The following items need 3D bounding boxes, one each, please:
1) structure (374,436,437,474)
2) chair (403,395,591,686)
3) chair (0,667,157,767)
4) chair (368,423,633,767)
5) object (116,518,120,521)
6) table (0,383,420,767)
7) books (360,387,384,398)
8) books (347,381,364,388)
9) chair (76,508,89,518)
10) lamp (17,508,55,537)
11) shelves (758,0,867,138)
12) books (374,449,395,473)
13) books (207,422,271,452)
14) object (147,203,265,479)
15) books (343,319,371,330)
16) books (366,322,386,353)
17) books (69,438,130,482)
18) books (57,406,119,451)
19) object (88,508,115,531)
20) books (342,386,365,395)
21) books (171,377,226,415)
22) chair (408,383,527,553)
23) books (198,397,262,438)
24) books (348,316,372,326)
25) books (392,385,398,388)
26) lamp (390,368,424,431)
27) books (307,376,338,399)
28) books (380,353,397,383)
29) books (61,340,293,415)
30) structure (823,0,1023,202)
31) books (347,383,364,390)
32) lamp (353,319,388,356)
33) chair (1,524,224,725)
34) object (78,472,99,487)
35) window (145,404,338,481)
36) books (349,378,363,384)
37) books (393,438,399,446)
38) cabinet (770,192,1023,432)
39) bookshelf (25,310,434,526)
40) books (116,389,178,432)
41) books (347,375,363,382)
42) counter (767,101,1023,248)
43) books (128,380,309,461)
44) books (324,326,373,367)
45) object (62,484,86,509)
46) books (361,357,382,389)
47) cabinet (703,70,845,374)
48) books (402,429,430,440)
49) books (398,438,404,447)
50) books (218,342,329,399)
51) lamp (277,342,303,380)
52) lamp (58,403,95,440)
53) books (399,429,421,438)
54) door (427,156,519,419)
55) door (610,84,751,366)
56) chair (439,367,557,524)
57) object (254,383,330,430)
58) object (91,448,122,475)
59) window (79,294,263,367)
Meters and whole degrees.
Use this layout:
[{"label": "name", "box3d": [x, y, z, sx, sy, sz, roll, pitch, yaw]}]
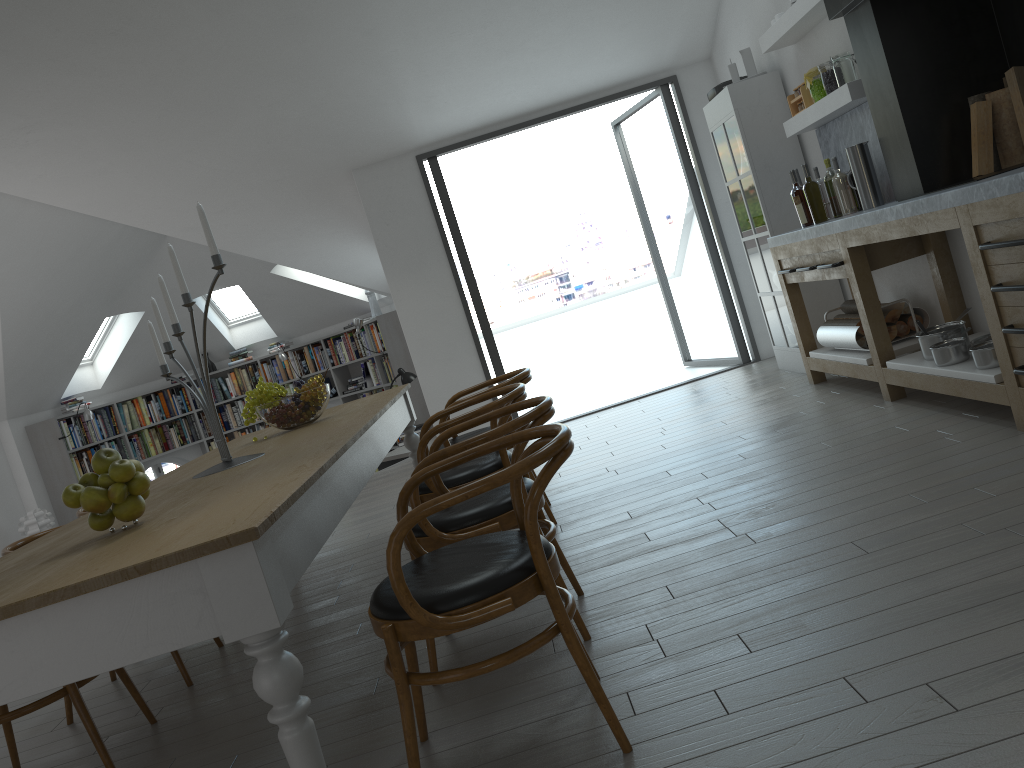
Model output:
[{"label": "structure", "box3d": [-2.699, 1.463, 9.397, 4.692, 0.692, 4.735, -13, 7, 44]}, {"label": "chair", "box3d": [-0.056, 0.478, 2.918, 0.621, 0.733, 0.528, -17, 4, 3]}, {"label": "chair", "box3d": [-1.661, 0.979, 2.949, 0.622, 0.733, 0.528, -18, 4, -5]}, {"label": "chair", "box3d": [-0.045, 0.540, 2.196, 0.622, 0.733, 0.528, -18, 4, -4]}, {"label": "object", "box3d": [-1.025, 0.339, 2.346, 0.049, 0.050, 0.051, -17, 4, 3]}, {"label": "table", "box3d": [-0.897, 0.664, 3.366, 1.018, 0.797, 3.355, -17, 5, 0]}, {"label": "books", "box3d": [-1.663, 0.229, 11.002, 0.970, 0.351, 0.253, -13, 6, 42]}, {"label": "books", "box3d": [-1.906, -0.022, 11.212, 0.270, 0.031, 0.285, -22, 6, -40]}, {"label": "chair", "box3d": [-1.726, 0.867, 4.400, 0.621, 0.733, 0.528, -17, 4, 3]}, {"label": "lamp", "box3d": [-4.663, 1.500, 8.765, 0.306, 0.524, 0.305, -18, 4, -12]}, {"label": "shelves", "box3d": [2.040, -1.898, 2.762, 0.480, 1.359, 5.555, -18, 5, -6]}, {"label": "books", "box3d": [-1.330, 0.920, 10.879, 0.361, 0.310, 1.492, -21, 6, -38]}, {"label": "books", "box3d": [-3.434, 0.742, 11.489, 1.000, 0.351, 0.297, -19, 4, -17]}, {"label": "object", "box3d": [-1.132, -0.118, 3.151, 0.266, 0.873, 0.773, -19, 4, -26]}, {"label": "books", "box3d": [-1.869, -0.748, 10.949, 0.318, 0.036, 0.335, -21, 6, -38]}, {"label": "books", "box3d": [-1.410, -0.581, 10.181, 0.293, 0.361, 1.013, -19, 5, -18]}, {"label": "books", "box3d": [-4.829, 0.904, 10.169, 0.302, 0.347, 1.092, -16, 5, 15]}, {"label": "books", "box3d": [-4.937, 0.535, 10.126, 0.300, 0.360, 1.037, -16, 5, 16]}, {"label": "object", "box3d": [-1.058, 0.347, 2.284, 0.063, 0.063, 0.064, -17, 4, 11]}, {"label": "books", "box3d": [-1.887, 0.039, 11.215, 0.386, 0.042, 0.367, -13, 6, 39]}, {"label": "books", "box3d": [-4.038, 0.150, 11.334, 0.685, 0.345, 0.264, -20, 4, -24]}, {"label": "chair", "box3d": [-0.134, 0.436, 3.644, 0.622, 0.733, 0.528, -18, 4, -4]}, {"label": "books", "box3d": [-3.559, 0.381, 11.507, 1.030, 0.358, 0.300, -19, 4, -15]}, {"label": "books", "box3d": [-1.877, -0.775, 10.948, 0.234, 0.027, 0.247, -20, 6, -28]}, {"label": "books", "box3d": [-1.169, 0.149, 10.211, 0.276, 0.347, 1.020, -19, 5, -15]}, {"label": "lamp", "box3d": [-1.082, 0.153, 9.202, 0.322, 0.659, 0.234, -16, 4, 15]}, {"label": "books", "box3d": [-2.364, 0.018, 11.391, 0.398, 0.340, 0.225, -16, 4, 19]}, {"label": "books", "box3d": [-1.292, -0.215, 10.192, 0.280, 0.357, 1.052, -19, 5, -15]}, {"label": "books", "box3d": [-4.125, -0.121, 11.028, 2.826, 0.173, 0.746, -20, 6, -30]}, {"label": "structure", "box3d": [1.915, -1.848, 3.875, 0.780, 1.881, 1.077, -17, 4, 0]}, {"label": "books", "box3d": [-1.897, 0.007, 11.213, 0.285, 0.031, 0.271, -14, 6, 34]}, {"label": "lamp", "box3d": [-1.608, -0.529, 10.097, 0.275, 0.524, 0.112, -18, 3, -10]}, {"label": "chair", "box3d": [-1.666, 0.915, 3.675, 0.621, 0.733, 0.528, -18, 4, 0]}, {"label": "object", "box3d": [-1.093, 0.258, 2.301, 0.058, 0.057, 0.053, -16, 4, 14]}, {"label": "window", "box3d": [-3.356, 1.107, 11.599, 3.238, 1.149, 0.617, -19, 4, -15]}, {"label": "books", "box3d": [-1.916, -0.052, 11.210, 0.214, 0.036, 0.226, -22, 6, -40]}, {"label": "books", "box3d": [-1.604, 0.604, 11.089, 0.869, 0.350, 0.273, -13, 6, 41]}, {"label": "cabinet", "box3d": [2.305, -0.246, 2.420, 1.004, 1.020, 6.440, -17, 5, 0]}, {"label": "bookshelf", "box3d": [-2.968, 0.621, 10.729, 4.333, 1.877, 2.112, -18, 4, -1]}, {"label": "books", "box3d": [-4.548, 0.337, 10.915, 0.268, 0.372, 0.797, -14, 6, 43]}, {"label": "books", "box3d": [-1.925, -0.082, 11.208, 0.270, 0.031, 0.285, -19, 5, -20]}, {"label": "counter", "box3d": [2.083, -1.026, 2.299, 0.961, 0.618, 6.588, -17, 5, 0]}, {"label": "books", "box3d": [-3.690, 0.450, 11.274, 2.536, 0.370, 0.590, -19, 5, -20]}, {"label": "books", "box3d": [-1.934, -0.495, 11.012, 0.966, 0.367, 0.307, -13, 6, 43]}, {"label": "object", "box3d": [-1.108, 0.284, 2.250, 0.063, 0.063, 0.062, -21, 5, -38]}, {"label": "books", "box3d": [-1.619, -0.173, 10.868, 0.551, 0.350, 0.257, -13, 6, 46]}, {"label": "cabinet", "box3d": [1.863, -1.087, 6.191, 0.361, 1.986, 0.643, -18, 4, -1]}, {"label": "books", "box3d": [-1.004, 0.521, 9.230, 0.287, 0.034, 0.304, -18, 5, -10]}, {"label": "books", "box3d": [-0.993, 0.556, 9.232, 0.365, 0.042, 0.389, -17, 5, 0]}, {"label": "books", "box3d": [-3.028, -0.192, 11.470, 1.564, 0.366, 0.395, -17, 4, 5]}, {"label": "lamp", "box3d": [-2.823, -0.269, 11.204, 0.113, 0.565, 0.358, -17, 4, 7]}, {"label": "lamp", "box3d": [-4.768, 0.394, 9.670, 0.414, 0.311, 0.117, -18, 4, -4]}, {"label": "books", "box3d": [-1.014, 0.490, 9.228, 0.269, 0.031, 0.287, -17, 5, 10]}, {"label": "door", "box3d": [-0.307, -0.745, 7.708, 0.080, 2.343, 1.053, -17, 4, 0]}, {"label": "door", "box3d": [1.432, -1.292, 7.704, 0.080, 2.343, 1.050, -18, 4, -15]}, {"label": "chair", "box3d": [-0.097, 0.358, 4.368, 0.621, 0.733, 0.528, -18, 4, 0]}, {"label": "object", "box3d": [-1.006, 0.127, 4.145, 0.361, 0.159, 0.359, -19, 5, -20]}, {"label": "object", "box3d": [-1.055, 0.203, 2.307, 0.072, 0.074, 0.072, -17, 4, 0]}, {"label": "window", "box3d": [-3.499, -1.064, 10.627, 4.055, 0.712, 1.936, -18, 5, -1]}]
